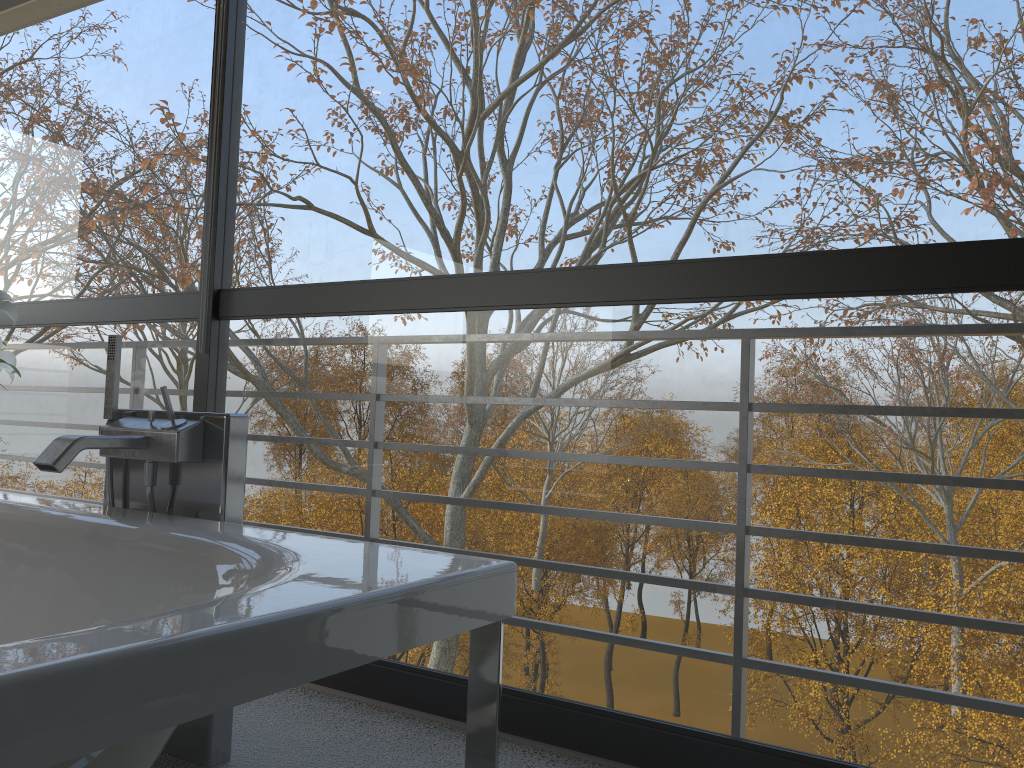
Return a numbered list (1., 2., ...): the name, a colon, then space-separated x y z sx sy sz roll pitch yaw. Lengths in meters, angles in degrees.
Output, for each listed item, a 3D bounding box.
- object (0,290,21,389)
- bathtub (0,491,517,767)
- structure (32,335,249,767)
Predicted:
1. object: -1.722 -0.112 2.638 0.459 0.796 0.450 4 -3 -31
2. bathtub: -1.179 0.481 1.321 1.958 0.504 1.327 1 -3 32
3. structure: -0.819 0.329 1.822 0.402 0.885 0.330 1 -3 32
